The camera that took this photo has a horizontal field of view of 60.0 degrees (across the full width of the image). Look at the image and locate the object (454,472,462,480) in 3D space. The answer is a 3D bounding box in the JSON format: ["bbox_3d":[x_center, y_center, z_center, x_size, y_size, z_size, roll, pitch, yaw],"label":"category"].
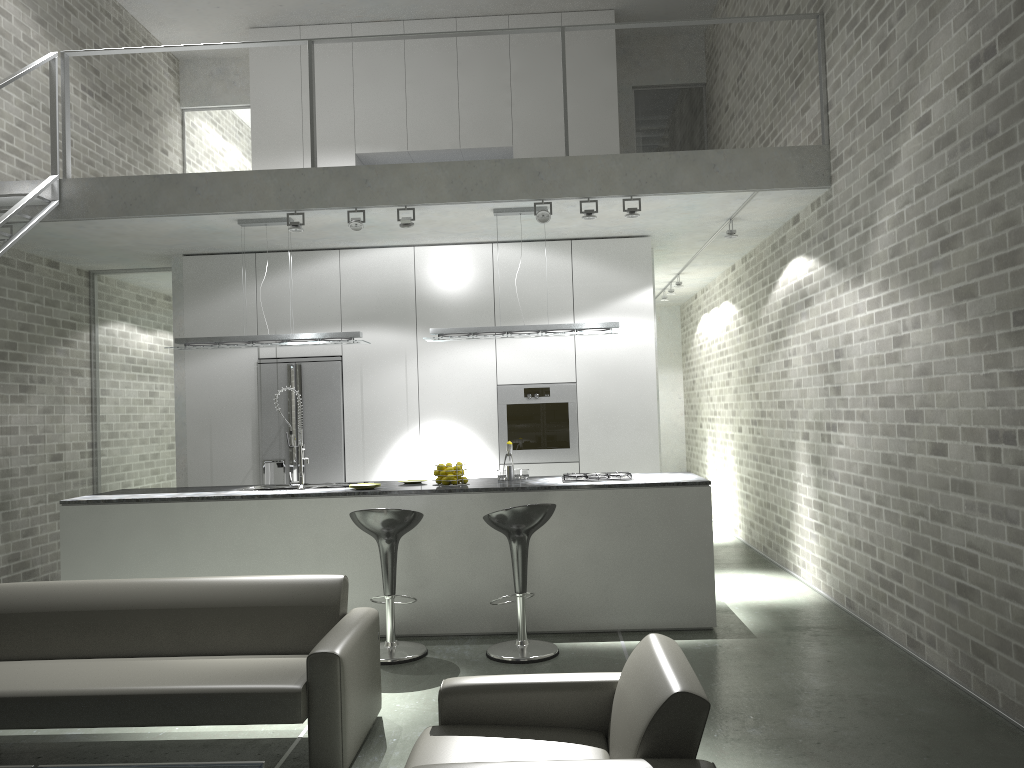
[{"bbox_3d":[-0.383,0.644,6.226,0.061,0.055,0.051,-1,-2,-28],"label":"object"}]

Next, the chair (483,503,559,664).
[{"bbox_3d":[0.056,1.184,5.433,0.457,0.931,0.464,-1,-2,-17],"label":"chair"}]

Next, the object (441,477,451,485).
[{"bbox_3d":[-0.461,0.681,6.222,0.064,0.063,0.074,-2,-2,13],"label":"object"}]

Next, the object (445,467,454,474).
[{"bbox_3d":[-0.435,0.606,6.204,0.061,0.052,0.053,-2,-2,5],"label":"object"}]

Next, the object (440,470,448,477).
[{"bbox_3d":[-0.478,0.630,6.234,0.062,0.053,0.052,-1,-2,-36],"label":"object"}]

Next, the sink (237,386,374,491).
[{"bbox_3d":[-1.530,0.528,6.540,0.987,1.023,0.546,-2,-2,2],"label":"sink"}]

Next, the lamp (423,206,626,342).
[{"bbox_3d":[0.079,-0.833,6.649,1.490,0.964,0.290,-2,-2,2],"label":"lamp"}]

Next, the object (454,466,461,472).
[{"bbox_3d":[-0.385,0.594,6.234,0.051,0.053,0.063,-2,-2,5],"label":"object"}]

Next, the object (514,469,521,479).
[{"bbox_3d":[0.036,0.673,6.659,0.063,0.070,0.064,-3,-2,40],"label":"object"}]

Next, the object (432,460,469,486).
[{"bbox_3d":[-0.433,0.625,6.272,0.189,0.174,0.207,0,-2,-43],"label":"object"}]

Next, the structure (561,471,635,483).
[{"bbox_3d":[0.606,0.660,6.333,0.500,0.038,0.500,-2,-2,2],"label":"structure"}]

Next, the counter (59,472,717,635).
[{"bbox_3d":[-0.848,1.210,6.379,4.400,0.960,0.900,-2,-2,2],"label":"counter"}]

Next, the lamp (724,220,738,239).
[{"bbox_3d":[1.798,-1.268,7.281,0.109,0.132,0.109,-4,-3,44],"label":"lamp"}]

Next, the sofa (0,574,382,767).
[{"bbox_3d":[-1.715,1.306,4.011,2.114,0.717,0.902,-2,-2,2],"label":"sofa"}]

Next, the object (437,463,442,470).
[{"bbox_3d":[-0.508,0.592,6.297,0.052,0.060,0.057,-1,-2,-20],"label":"object"}]

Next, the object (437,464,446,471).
[{"bbox_3d":[-0.498,0.586,6.245,0.063,0.051,0.053,-3,-2,40],"label":"object"}]

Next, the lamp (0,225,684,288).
[{"bbox_3d":[-0.916,-1.141,8.371,6.854,0.136,0.110,-1,-2,-33],"label":"lamp"}]

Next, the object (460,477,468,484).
[{"bbox_3d":[-0.339,0.679,6.264,0.053,0.052,0.062,-3,-2,32],"label":"object"}]

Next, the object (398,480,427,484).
[{"bbox_3d":[-0.732,0.722,6.540,0.216,0.017,0.217,-3,-2,28],"label":"object"}]

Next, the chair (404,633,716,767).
[{"bbox_3d":[0.117,1.204,2.729,0.910,0.717,0.963,-2,-2,2],"label":"chair"}]

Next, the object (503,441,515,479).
[{"bbox_3d":[-0.008,0.561,6.512,0.101,0.288,0.088,-3,-2,32],"label":"object"}]

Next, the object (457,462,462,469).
[{"bbox_3d":[-0.374,0.582,6.300,0.050,0.060,0.059,-2,-2,-8],"label":"object"}]

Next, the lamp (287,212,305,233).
[{"bbox_3d":[-1.575,-1.179,6.456,0.109,0.136,0.109,-4,-3,44],"label":"lamp"}]

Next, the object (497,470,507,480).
[{"bbox_3d":[-0.075,0.675,6.590,0.063,0.070,0.064,-3,-2,40],"label":"object"}]

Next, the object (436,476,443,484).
[{"bbox_3d":[-0.510,0.678,6.258,0.060,0.057,0.052,-2,-2,-6],"label":"object"}]

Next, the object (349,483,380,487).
[{"bbox_3d":[-1.018,0.705,6.145,0.216,0.017,0.217,-3,-2,35],"label":"object"}]

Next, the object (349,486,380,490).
[{"bbox_3d":[-1.017,0.719,6.145,0.216,0.017,0.217,-3,-2,35],"label":"object"}]

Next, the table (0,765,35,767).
[{"bbox_3d":[-2.136,1.506,2.818,0.820,0.270,0.800,-2,-2,2],"label":"table"}]

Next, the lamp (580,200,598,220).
[{"bbox_3d":[0.553,-1.253,6.375,0.109,0.135,0.109,0,-2,-40],"label":"lamp"}]

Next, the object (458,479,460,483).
[{"bbox_3d":[-0.394,0.684,6.287,0.050,0.055,0.061,-3,-2,38],"label":"object"}]

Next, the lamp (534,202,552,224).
[{"bbox_3d":[0.224,-1.233,6.371,0.131,0.154,0.098,-2,-2,2],"label":"lamp"}]

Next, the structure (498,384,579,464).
[{"bbox_3d":[0.229,0.351,7.802,0.692,0.680,0.036,-2,-2,2],"label":"structure"}]

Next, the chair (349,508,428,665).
[{"bbox_3d":[-0.760,1.214,5.500,0.457,0.931,0.464,-2,-2,16],"label":"chair"}]

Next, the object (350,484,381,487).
[{"bbox_3d":[-1.018,0.710,6.145,0.216,0.017,0.217,-3,-2,35],"label":"object"}]

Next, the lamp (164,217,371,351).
[{"bbox_3d":[-1.854,-0.766,6.726,1.490,0.964,0.290,-2,-2,2],"label":"lamp"}]

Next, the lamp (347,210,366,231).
[{"bbox_3d":[-1.130,-1.187,6.431,0.115,0.151,0.115,0,-3,-45],"label":"lamp"}]

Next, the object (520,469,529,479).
[{"bbox_3d":[0.094,0.669,6.588,0.064,0.070,0.063,-2,-2,10],"label":"object"}]

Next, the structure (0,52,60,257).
[{"bbox_3d":[-3.819,-0.379,4.322,0.902,4.246,4.345,-2,-2,2],"label":"structure"}]

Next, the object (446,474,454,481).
[{"bbox_3d":[-0.431,0.651,6.176,0.061,0.054,0.052,-1,-2,-31],"label":"object"}]

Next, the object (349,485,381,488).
[{"bbox_3d":[-1.017,0.714,6.145,0.216,0.017,0.217,-3,-2,35],"label":"object"}]

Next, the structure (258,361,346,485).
[{"bbox_3d":[-1.860,0.760,7.901,0.743,1.900,0.160,-2,-2,2],"label":"structure"}]

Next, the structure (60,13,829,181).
[{"bbox_3d":[-0.539,-2.066,6.450,5.560,0.972,0.070,-2,-2,2],"label":"structure"}]

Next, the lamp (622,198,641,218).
[{"bbox_3d":[0.861,-1.264,6.363,0.109,0.135,0.109,0,-2,-40],"label":"lamp"}]

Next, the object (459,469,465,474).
[{"bbox_3d":[-0.361,0.630,6.282,0.053,0.054,0.061,-3,-2,38],"label":"object"}]

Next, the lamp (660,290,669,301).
[{"bbox_3d":[1.967,-1.141,11.443,0.109,0.135,0.109,-4,-3,44],"label":"lamp"}]

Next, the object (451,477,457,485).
[{"bbox_3d":[-0.405,0.680,6.207,0.051,0.053,0.063,-2,-2,0],"label":"object"}]

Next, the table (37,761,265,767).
[{"bbox_3d":[-1.298,1.477,2.785,0.820,0.270,0.800,-2,-2,2],"label":"table"}]

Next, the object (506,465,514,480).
[{"bbox_3d":[-0.012,0.652,6.497,0.060,0.106,0.060,-2,-2,-4],"label":"object"}]

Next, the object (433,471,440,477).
[{"bbox_3d":[-0.526,0.632,6.274,0.053,0.051,0.063,0,-2,-39],"label":"object"}]

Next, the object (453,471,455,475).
[{"bbox_3d":[-0.409,0.642,6.242,0.051,0.053,0.062,-2,-2,0],"label":"object"}]

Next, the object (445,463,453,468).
[{"bbox_3d":[-0.445,0.582,6.272,0.051,0.053,0.063,-2,-2,-6],"label":"object"}]

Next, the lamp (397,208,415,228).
[{"bbox_3d":[-0.766,-1.199,6.438,0.115,0.151,0.115,0,-3,-45],"label":"lamp"}]

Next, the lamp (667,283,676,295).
[{"bbox_3d":[1.942,-1.161,10.828,0.109,0.132,0.109,-4,-3,44],"label":"lamp"}]
